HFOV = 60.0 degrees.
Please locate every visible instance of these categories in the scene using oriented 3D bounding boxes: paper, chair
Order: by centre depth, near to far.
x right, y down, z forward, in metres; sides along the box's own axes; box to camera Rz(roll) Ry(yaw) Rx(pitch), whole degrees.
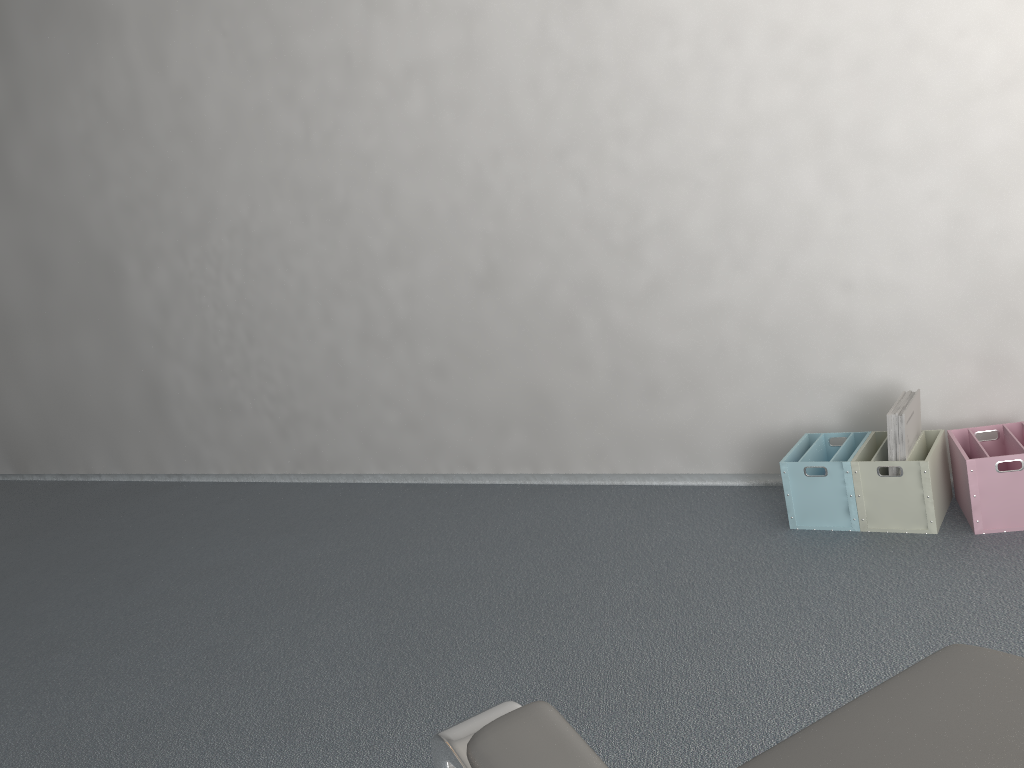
[{"bbox_3d":[0.343,0.340,0.439,0.584,1.048,0.652,-17,12,-24],"label":"chair"},{"bbox_3d":[1.029,0.190,2.318,0.068,0.306,0.220,-4,14,36],"label":"paper"}]

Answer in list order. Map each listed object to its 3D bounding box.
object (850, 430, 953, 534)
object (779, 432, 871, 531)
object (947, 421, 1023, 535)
[{"bbox_3d":[1.032,0.258,2.340,0.185,0.202,0.245,-4,14,36],"label":"object"},{"bbox_3d":[0.882,0.269,2.448,0.185,0.202,0.245,-4,14,36],"label":"object"},{"bbox_3d":[1.230,0.237,2.231,0.185,0.202,0.245,-9,12,18],"label":"object"}]
